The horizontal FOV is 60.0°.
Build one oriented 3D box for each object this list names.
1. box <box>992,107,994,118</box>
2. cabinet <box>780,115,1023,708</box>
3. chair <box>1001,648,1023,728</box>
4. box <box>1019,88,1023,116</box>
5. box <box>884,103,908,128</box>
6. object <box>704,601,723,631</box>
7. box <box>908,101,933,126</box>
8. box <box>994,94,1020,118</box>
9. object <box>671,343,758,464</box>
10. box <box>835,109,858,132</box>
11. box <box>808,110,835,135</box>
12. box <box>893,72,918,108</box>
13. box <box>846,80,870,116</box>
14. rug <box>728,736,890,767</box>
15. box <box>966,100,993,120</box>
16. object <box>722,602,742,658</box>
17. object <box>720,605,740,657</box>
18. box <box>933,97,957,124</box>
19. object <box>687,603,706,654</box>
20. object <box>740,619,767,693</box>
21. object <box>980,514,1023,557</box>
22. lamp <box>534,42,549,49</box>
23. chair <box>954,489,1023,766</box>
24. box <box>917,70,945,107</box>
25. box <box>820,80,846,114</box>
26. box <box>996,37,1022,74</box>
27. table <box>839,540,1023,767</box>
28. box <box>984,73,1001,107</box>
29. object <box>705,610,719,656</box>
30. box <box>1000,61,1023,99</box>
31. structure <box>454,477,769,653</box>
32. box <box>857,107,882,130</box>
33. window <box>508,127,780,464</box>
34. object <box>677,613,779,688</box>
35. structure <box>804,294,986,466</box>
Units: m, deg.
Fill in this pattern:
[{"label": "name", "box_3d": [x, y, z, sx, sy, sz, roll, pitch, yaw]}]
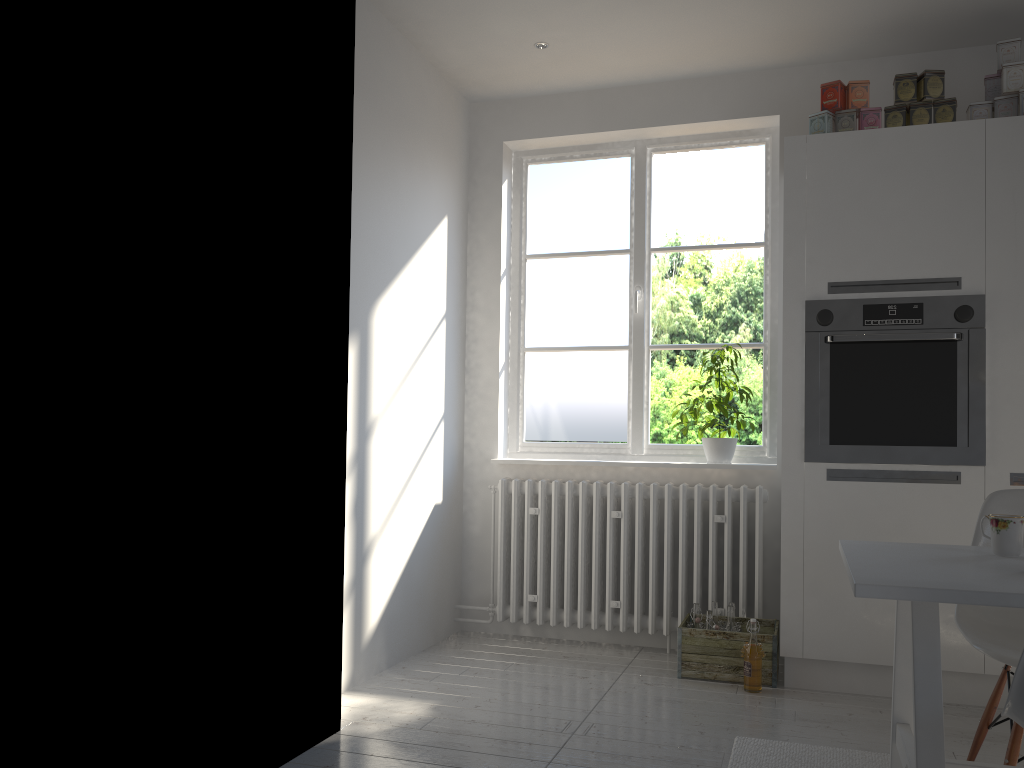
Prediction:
[{"label": "box", "box_3d": [1.834, -0.987, 3.383, 0.081, 0.110, 0.081, 2, -2, -17]}, {"label": "cabinet", "box_3d": [1.757, 0.115, 3.385, 1.377, 2.094, 0.513, 0, -2, 18]}, {"label": "chair", "box_3d": [1.081, 0.624, 1.472, 0.465, 0.800, 0.543, 0, -3, 33]}, {"label": "box", "box_3d": [1.868, -0.999, 3.182, 0.081, 0.110, 0.081, -1, -3, 33]}, {"label": "box", "box_3d": [1.462, -0.994, 3.367, 0.081, 0.110, 0.081, -1, -3, 33]}, {"label": "object", "box_3d": [0.840, 1.032, 3.679, 0.065, 0.255, 0.065, 2, -2, -30]}, {"label": "box", "box_3d": [1.533, -0.995, 3.332, 0.081, 0.110, 0.081, 0, -2, 18]}, {"label": "box", "box_3d": [1.820, -0.995, 3.259, 0.081, 0.110, 0.081, -1, -3, 33]}, {"label": "object", "box_3d": [0.903, 0.091, 3.956, 0.374, 0.530, 0.328, 1, -2, 9]}, {"label": "box", "box_3d": [1.291, -0.993, 3.424, 0.081, 0.110, 0.081, 0, -3, 23]}, {"label": "box", "box_3d": [1.207, -0.993, 3.445, 0.081, 0.110, 0.081, 3, -3, -42]}, {"label": "box", "box_3d": [1.484, -1.104, 3.346, 0.081, 0.110, 0.081, 0, -2, 18]}, {"label": "box", "box_3d": [1.331, -1.103, 3.419, 0.081, 0.110, 0.081, 1, -2, 8]}, {"label": "rug", "box_3d": [1.572, 1.050, 1.725, 2.309, 0.004, 1.429, 0, -4, 18]}, {"label": "box", "box_3d": [1.752, -0.992, 3.323, 0.081, 0.110, 0.081, 0, -2, 18]}, {"label": "object", "box_3d": [0.906, 1.031, 3.657, 0.065, 0.255, 0.065, 0, -2, 34]}, {"label": "object", "box_3d": [0.883, 1.026, 3.588, 0.065, 0.255, 0.065, 0, -2, 34]}, {"label": "box", "box_3d": [1.613, -0.996, 3.302, 0.081, 0.110, 0.081, 0, -3, 28]}, {"label": "object", "box_3d": [0.754, 1.027, 3.628, 0.065, 0.255, 0.066, -1, -2, 45]}, {"label": "object", "box_3d": [0.899, 1.012, 3.308, 0.065, 0.267, 0.065, 2, -2, -30]}, {"label": "object", "box_3d": [1.169, 0.359, 2.099, 0.078, 0.095, 0.091, 1, -3, 5]}, {"label": "lamp", "box_3d": [0.124, -1.425, 3.706, 0.064, 0.030, 0.064, 0, -3, 11]}, {"label": "chair", "box_3d": [1.397, 0.681, 2.262, 0.465, 0.800, 0.543, 0, -2, 18]}, {"label": "box", "box_3d": [1.563, -1.105, 3.313, 0.081, 0.110, 0.081, 1, -2, -2]}, {"label": "box", "box_3d": [1.244, -1.104, 3.431, 0.081, 0.110, 0.081, -1, -3, 38]}, {"label": "box", "box_3d": [1.845, -1.212, 3.292, 0.081, 0.110, 0.081, 0, -3, 28]}, {"label": "table", "box_3d": [1.619, 0.719, 1.719, 1.825, 0.659, 0.815, 0, -3, 18]}, {"label": "box", "box_3d": [1.822, -1.100, 3.335, 0.081, 0.110, 0.081, 0, -3, 28]}, {"label": "object", "box_3d": [0.773, 1.017, 3.478, 0.065, 0.255, 0.065, 1, -2, -10]}, {"label": "box", "box_3d": [1.831, -1.107, 3.233, 0.081, 0.110, 0.081, 0, -3, 23]}, {"label": "structure", "box_3d": [0.094, 0.817, 4.107, 2.100, 0.760, 0.175, 0, -2, 18]}, {"label": "box", "box_3d": [1.372, -0.993, 3.401, 0.081, 0.110, 0.081, 0, -2, 13]}, {"label": "window", "box_3d": [0.602, -0.391, 4.212, 1.286, 1.561, 0.116, 0, -2, 18]}, {"label": "object", "box_3d": [0.874, 1.060, 3.559, 0.373, 0.203, 0.320, 0, -3, 18]}, {"label": "structure", "box_3d": [1.483, -0.004, 3.334, 0.727, 0.608, 0.322, 0, -2, 18]}]
